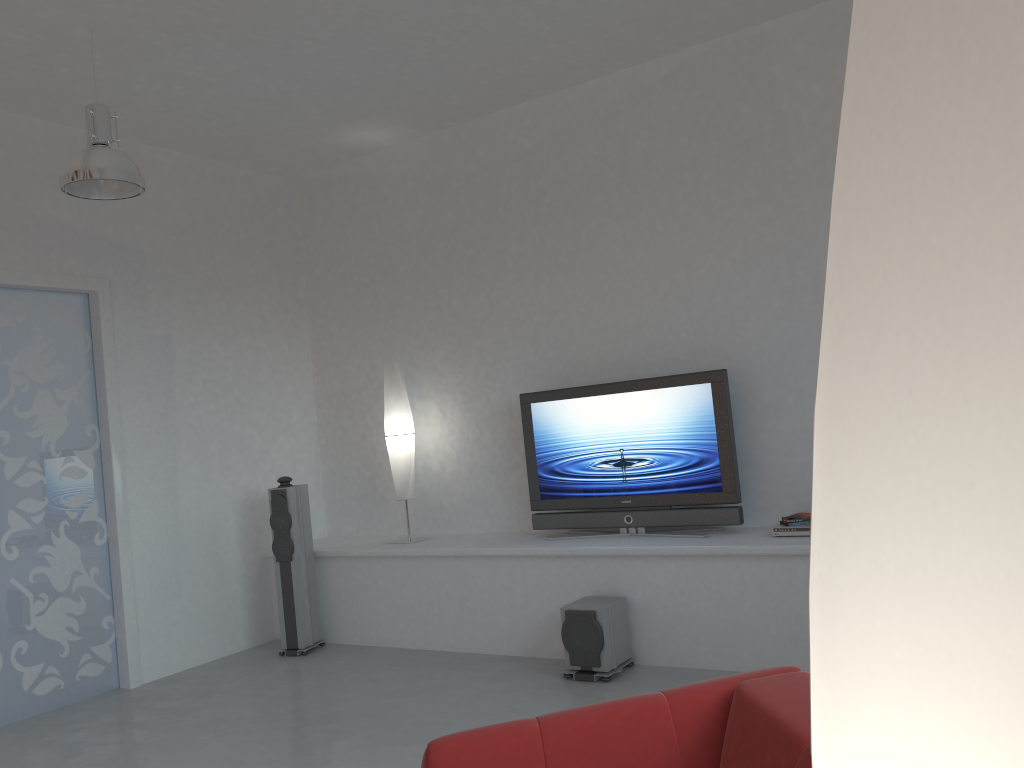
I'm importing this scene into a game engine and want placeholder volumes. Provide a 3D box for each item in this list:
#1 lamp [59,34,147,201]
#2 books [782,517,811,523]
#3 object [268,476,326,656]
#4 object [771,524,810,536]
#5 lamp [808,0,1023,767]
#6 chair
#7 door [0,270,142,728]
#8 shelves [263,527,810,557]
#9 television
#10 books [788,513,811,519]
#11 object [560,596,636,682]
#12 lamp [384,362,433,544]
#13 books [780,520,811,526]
[{"bbox_3d":[-2.016,-1.336,4.309,0.379,0.800,0.379,-7,-3,29],"label":"lamp"},{"bbox_3d":[1.543,0.719,4.733,0.190,0.015,0.135,-6,-3,13],"label":"books"},{"bbox_3d":[-1.473,1.215,6.013,0.255,1.184,0.273,-7,-3,18],"label":"object"},{"bbox_3d":[1.640,0.752,4.699,0.430,0.045,0.352,-7,-3,33],"label":"object"},{"bbox_3d":[0.286,0.477,0.272,0.313,1.779,0.313,-7,-3,25],"label":"lamp"},{"bbox_3d":[0.314,1.059,1.630,0.951,0.738,1.288,-5,-3,-7],"label":"chair"},{"bbox_3d":[-2.958,0.629,4.955,0.240,2.550,1.600,-7,-3,33],"label":"door"},{"bbox_3d":[0.665,0.928,5.199,5.500,0.050,0.650,-7,-3,33],"label":"shelves"},{"bbox_3d":[0.675,0.445,5.322,1.356,0.919,0.343,-7,-3,33],"label":"television"},{"bbox_3d":[1.582,0.698,4.701,0.190,0.015,0.135,-8,-4,43],"label":"books"},{"bbox_3d":[0.453,1.372,4.796,0.336,0.374,0.337,-7,-3,33],"label":"object"},{"bbox_3d":[-0.769,0.468,6.163,0.263,1.239,0.263,-7,-3,25],"label":"lamp"},{"bbox_3d":[1.544,0.734,4.729,0.190,0.015,0.135,-6,-3,-2],"label":"books"}]
